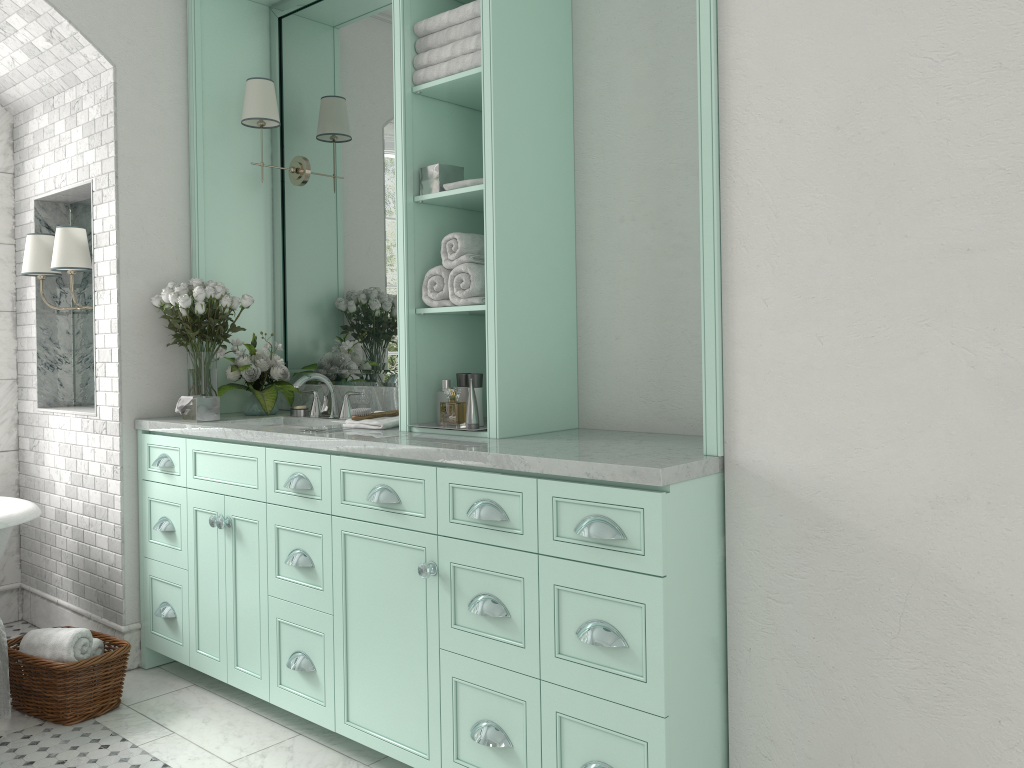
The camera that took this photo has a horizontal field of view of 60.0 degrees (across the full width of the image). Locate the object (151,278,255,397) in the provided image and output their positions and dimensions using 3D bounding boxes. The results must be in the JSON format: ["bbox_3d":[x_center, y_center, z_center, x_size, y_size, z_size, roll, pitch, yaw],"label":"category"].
[{"bbox_3d":[-1.426,-0.162,4.080,0.391,0.653,0.356,-1,1,-37],"label":"object"}]

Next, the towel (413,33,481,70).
[{"bbox_3d":[-0.060,-1.199,3.333,0.400,0.068,0.494,1,3,41],"label":"towel"}]

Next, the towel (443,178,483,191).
[{"bbox_3d":[-0.059,-0.714,3.209,0.239,0.056,0.317,1,3,38],"label":"towel"}]

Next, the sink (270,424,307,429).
[{"bbox_3d":[-0.954,0.232,3.798,0.602,0.079,0.347,1,3,42],"label":"sink"}]

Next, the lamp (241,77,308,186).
[{"bbox_3d":[-1.164,-1.213,4.301,0.183,0.488,0.309,-1,1,40],"label":"lamp"}]

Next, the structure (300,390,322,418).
[{"bbox_3d":[-0.924,0.089,4.057,0.157,0.121,0.083,0,1,26],"label":"structure"}]

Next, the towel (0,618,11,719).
[{"bbox_3d":[-2.143,1.077,3.245,0.460,0.469,0.382,-1,1,-9],"label":"towel"}]

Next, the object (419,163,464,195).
[{"bbox_3d":[-0.259,-0.748,3.278,0.122,0.105,0.118,-2,2,-43],"label":"object"}]

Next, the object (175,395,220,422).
[{"bbox_3d":[-1.391,0.107,3.906,0.136,0.113,0.147,0,2,37],"label":"object"}]

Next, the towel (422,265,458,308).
[{"bbox_3d":[-0.183,-0.360,3.314,0.153,0.163,0.311,0,2,42],"label":"towel"}]

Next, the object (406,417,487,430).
[{"bbox_3d":[-0.115,0.148,3.276,0.350,0.008,0.438,1,3,42],"label":"object"}]

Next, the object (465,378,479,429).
[{"bbox_3d":[-0.140,0.069,3.109,0.049,0.179,0.050,-1,0,44],"label":"object"}]

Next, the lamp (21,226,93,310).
[{"bbox_3d":[-2.205,-0.565,4.414,0.547,0.383,0.308,1,2,42],"label":"lamp"}]

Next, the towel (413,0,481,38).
[{"bbox_3d":[-0.060,-1.321,3.332,0.400,0.062,0.495,1,3,42],"label":"towel"}]

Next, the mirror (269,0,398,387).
[{"bbox_3d":[-0.691,-0.958,4.080,1.435,1.933,0.015,0,1,42],"label":"mirror"}]

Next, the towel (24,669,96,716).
[{"bbox_3d":[-1.819,1.227,3.577,0.311,0.163,0.153,0,2,32],"label":"towel"}]

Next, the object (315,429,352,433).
[{"bbox_3d":[-0.661,0.174,3.309,0.167,0.005,0.020,-3,3,-44],"label":"object"}]

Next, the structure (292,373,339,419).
[{"bbox_3d":[-0.853,0.052,3.900,0.103,0.205,0.235,-1,1,31],"label":"structure"}]

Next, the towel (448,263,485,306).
[{"bbox_3d":[-0.081,-0.357,3.220,0.160,0.159,0.304,0,2,42],"label":"towel"}]

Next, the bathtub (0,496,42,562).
[{"bbox_3d":[-3.015,0.971,3.450,0.941,0.757,2.167,0,3,42],"label":"bathtub"}]

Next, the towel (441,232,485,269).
[{"bbox_3d":[-0.117,-0.484,3.272,0.168,0.142,0.298,0,2,42],"label":"towel"}]

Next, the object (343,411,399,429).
[{"bbox_3d":[-0.537,0.145,3.520,0.317,0.056,0.239,1,3,38],"label":"object"}]

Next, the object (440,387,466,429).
[{"bbox_3d":[-0.211,0.083,3.175,0.063,0.147,0.092,-1,1,-43],"label":"object"}]

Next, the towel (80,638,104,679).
[{"bbox_3d":[-1.845,1.119,3.696,0.313,0.186,0.164,-1,1,11],"label":"towel"}]

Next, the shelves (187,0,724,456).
[{"bbox_3d":[-0.347,-0.897,3.513,2.808,2.123,0.465,1,1,42],"label":"shelves"}]

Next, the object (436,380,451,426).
[{"bbox_3d":[-0.241,0.069,3.257,0.093,0.170,0.035,0,1,41],"label":"object"}]

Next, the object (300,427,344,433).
[{"bbox_3d":[-0.730,0.173,3.379,0.075,0.007,0.175,1,3,33],"label":"object"}]

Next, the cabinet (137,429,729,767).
[{"bbox_3d":[-0.410,0.758,3.422,2.797,1.098,0.863,1,2,42],"label":"cabinet"}]

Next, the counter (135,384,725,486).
[{"bbox_3d":[-0.408,0.122,3.436,2.807,0.181,0.824,1,3,42],"label":"counter"}]

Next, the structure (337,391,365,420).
[{"bbox_3d":[-0.694,0.093,3.881,0.157,0.121,0.083,0,1,26],"label":"structure"}]

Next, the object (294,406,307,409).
[{"bbox_3d":[-0.980,0.110,4.099,0.051,0.022,0.077,-2,3,-28],"label":"object"}]

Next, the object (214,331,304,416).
[{"bbox_3d":[-1.202,-0.048,4.231,0.452,0.402,0.394,0,2,43],"label":"object"}]

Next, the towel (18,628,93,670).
[{"bbox_3d":[-1.826,1.078,3.556,0.321,0.211,0.149,0,1,24],"label":"towel"}]

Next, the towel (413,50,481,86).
[{"bbox_3d":[-0.062,-1.138,3.327,0.400,0.068,0.494,1,3,42],"label":"towel"}]

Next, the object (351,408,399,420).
[{"bbox_3d":[-0.537,0.115,3.542,0.228,0.044,0.068,-3,3,-39],"label":"object"}]

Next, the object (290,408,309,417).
[{"bbox_3d":[-0.988,0.130,4.116,0.080,0.035,0.133,-2,3,-30],"label":"object"}]

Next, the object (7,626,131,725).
[{"bbox_3d":[-1.836,1.193,3.641,0.550,0.261,0.345,0,2,32],"label":"object"}]

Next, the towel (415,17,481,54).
[{"bbox_3d":[-0.053,-1.262,3.341,0.400,0.068,0.495,1,3,42],"label":"towel"}]
